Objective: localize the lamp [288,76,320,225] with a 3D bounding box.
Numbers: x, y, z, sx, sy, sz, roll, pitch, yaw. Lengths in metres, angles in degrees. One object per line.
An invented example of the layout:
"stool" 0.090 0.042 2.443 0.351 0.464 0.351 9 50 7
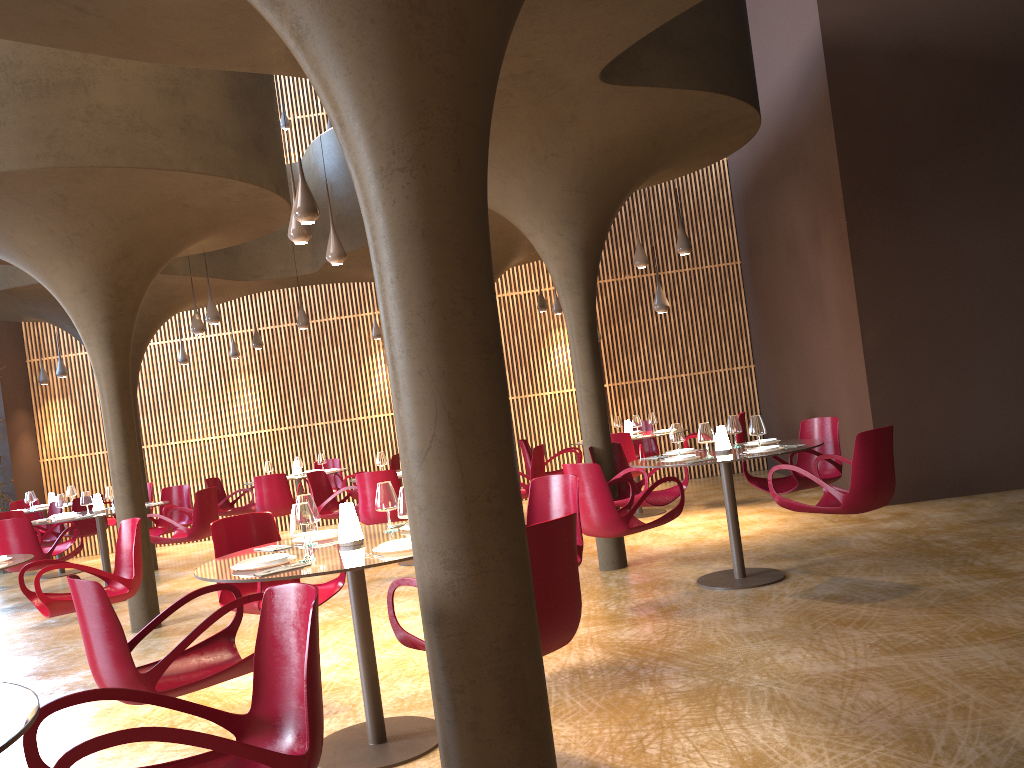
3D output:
"lamp" -1.929 -4.308 6.580 0.196 6.277 0.196 -8 0 -12

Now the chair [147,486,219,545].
"chair" -4.063 1.642 10.997 0.873 0.636 0.624 -8 -1 13

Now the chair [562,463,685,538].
"chair" 0.857 0.894 7.128 0.871 0.636 0.626 -7 -1 -35

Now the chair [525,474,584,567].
"chair" 0.065 0.965 5.744 0.871 0.636 0.626 -7 -1 -42

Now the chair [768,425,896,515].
"chair" 2.493 0.668 6.768 0.624 0.636 0.874 -7 -1 -35

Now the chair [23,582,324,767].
"chair" -0.993 1.031 2.744 0.871 0.636 0.626 -7 -1 -34

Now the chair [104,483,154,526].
"chair" -6.670 2.098 15.427 0.626 0.636 0.871 -8 -1 43

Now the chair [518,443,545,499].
"chair" 0.008 1.098 10.832 0.873 0.636 0.624 -8 -1 13

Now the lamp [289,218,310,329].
"lamp" -3.512 -3.934 13.202 0.196 6.277 0.195 -8 0 18

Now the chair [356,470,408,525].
"chair" -1.400 1.265 10.012 0.625 0.636 0.872 -8 -1 8

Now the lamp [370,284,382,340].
"lamp" -2.893 -3.938 16.354 0.196 6.277 0.195 -8 0 18

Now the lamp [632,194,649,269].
"lamp" 1.264 -4.611 11.432 0.195 6.277 0.196 -8 0 -42

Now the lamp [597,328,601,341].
"lamp" 0.683 -3.647 11.725 0.195 6.277 0.196 -8 0 -42

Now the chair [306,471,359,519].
"chair" -2.165 1.400 11.364 0.873 0.636 0.624 -8 -1 18

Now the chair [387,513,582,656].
"chair" -0.077 0.943 4.110 0.874 0.636 0.624 -8 -1 43

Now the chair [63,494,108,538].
"chair" -6.672 2.057 13.739 0.874 0.636 0.624 -8 -1 43

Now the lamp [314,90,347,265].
"lamp" -2.067 -4.245 8.386 0.196 6.277 0.195 -7 0 38

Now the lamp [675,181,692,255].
"lamp" 1.686 -4.684 10.753 0.195 6.277 0.196 -8 0 -42

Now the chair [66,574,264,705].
"chair" -1.614 1.151 4.253 0.871 0.636 0.626 -7 -1 -37

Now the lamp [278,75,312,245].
"lamp" -2.138 -4.263 7.249 0.196 6.277 0.195 -7 0 28

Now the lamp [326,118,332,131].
"lamp" -3.234 -5.601 14.977 0.196 2.961 0.196 -8 0 -12

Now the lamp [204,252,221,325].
"lamp" -4.251 -3.880 11.409 0.196 6.277 0.195 -7 0 38

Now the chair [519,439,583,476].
"chair" 0.573 1.075 12.908 0.873 0.636 0.625 -8 -1 8

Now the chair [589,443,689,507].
"chair" 1.203 0.888 8.731 0.624 0.636 0.874 -7 -1 -40

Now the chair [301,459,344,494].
"chair" -3.227 1.636 15.215 0.625 0.636 0.872 -8 -1 3

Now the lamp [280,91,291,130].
"lamp" -4.312 -5.794 16.323 0.196 2.224 0.196 -8 0 -12

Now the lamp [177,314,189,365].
"lamp" -6.435 -3.470 16.274 0.196 6.277 0.195 -8 0 18

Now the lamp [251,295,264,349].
"lamp" -4.773 -3.716 15.241 0.196 6.277 0.195 -8 0 18

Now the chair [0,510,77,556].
"chair" -6.236 1.944 11.529 0.873 0.636 0.624 -8 -1 18

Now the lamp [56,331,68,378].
"lamp" -8.357 -3.230 15.663 0.196 6.277 0.195 -7 0 28

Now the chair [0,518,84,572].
"chair" -5.471 1.809 10.177 0.625 0.636 0.872 -8 -1 8

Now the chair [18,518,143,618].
"chair" -3.350 1.449 6.993 0.871 0.636 0.626 -7 -1 -40

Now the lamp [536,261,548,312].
"lamp" 0.127 -4.364 15.344 0.196 6.277 0.195 -8 0 18

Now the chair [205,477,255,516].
"chair" -4.385 1.761 14.063 0.873 0.636 0.625 -8 -1 8

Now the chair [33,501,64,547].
"chair" -6.909 2.064 12.781 0.626 0.636 0.871 -8 -1 43

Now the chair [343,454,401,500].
"chair" -2.153 1.461 13.920 0.873 0.636 0.625 -8 -1 3

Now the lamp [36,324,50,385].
"lamp" -9.159 -3.101 16.576 0.196 6.277 0.195 -7 0 28

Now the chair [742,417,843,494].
"chair" 2.709 0.679 8.393 0.871 0.636 0.626 -7 -1 -30

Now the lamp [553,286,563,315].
"lamp" 0.432 -4.384 16.154 0.196 6.277 0.195 -7 0 28

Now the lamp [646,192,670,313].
"lamp" 1.415 -3.978 10.778 0.195 6.277 0.196 -8 0 -42

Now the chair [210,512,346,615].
"chair" -1.602 1.190 5.893 0.624 0.636 0.874 -7 -1 -42

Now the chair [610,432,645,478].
"chair" 1.374 0.933 11.480 0.625 0.636 0.872 -8 -1 13

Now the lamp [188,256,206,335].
"lamp" -4.739 -3.795 12.237 0.196 6.277 0.195 -7 0 38

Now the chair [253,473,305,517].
"chair" -3.398 1.601 12.866 0.625 0.636 0.873 -8 -1 -2

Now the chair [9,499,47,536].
"chair" -8.291 2.310 15.296 0.624 0.636 0.874 -7 -1 -42

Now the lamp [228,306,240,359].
"lamp" -5.536 -3.586 16.407 0.196 6.277 0.195 -7 0 28

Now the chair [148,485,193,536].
"chair" -4.898 1.789 12.460 0.625 0.636 0.872 -8 -1 13

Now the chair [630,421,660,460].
"chair" 1.920 0.915 13.668 0.625 0.636 0.872 -8 -1 18

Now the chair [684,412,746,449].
"chair" 2.831 0.760 12.309 0.873 0.636 0.624 -8 -1 13
